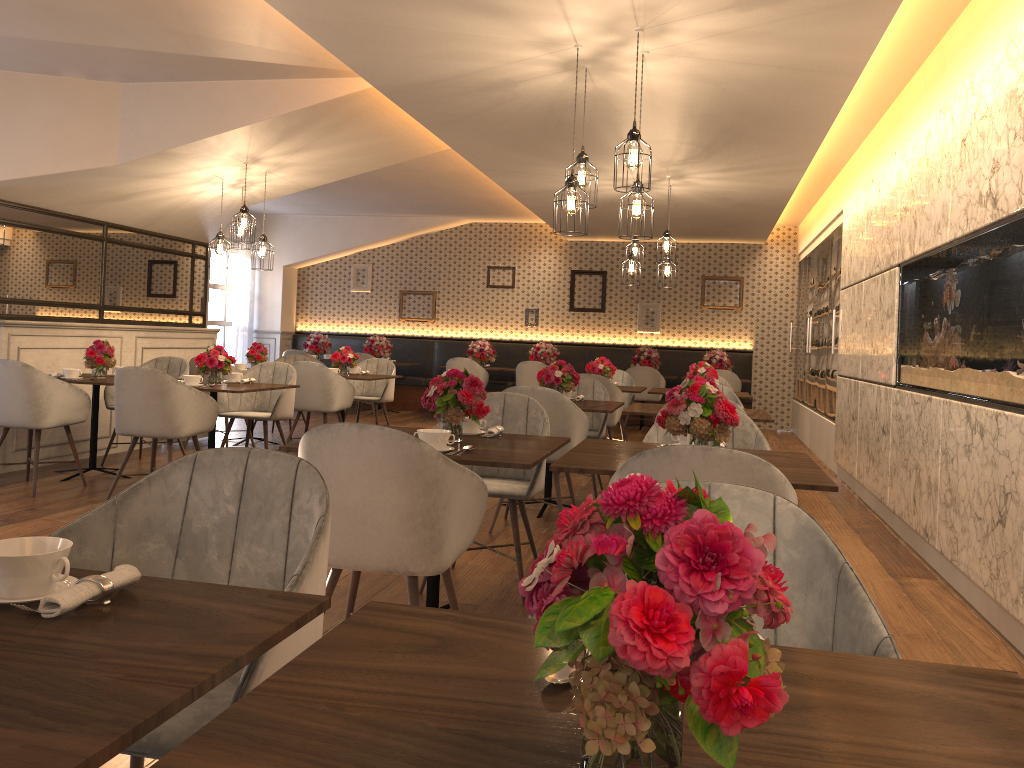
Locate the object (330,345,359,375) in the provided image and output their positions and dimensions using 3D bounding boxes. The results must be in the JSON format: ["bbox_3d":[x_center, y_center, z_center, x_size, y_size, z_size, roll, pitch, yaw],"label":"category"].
[{"bbox_3d":[-1.611,-0.236,8.565,0.234,0.301,0.305,3,1,31],"label":"object"}]

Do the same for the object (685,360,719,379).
[{"bbox_3d":[1.765,-0.076,8.175,0.305,0.301,0.234,3,1,34],"label":"object"}]

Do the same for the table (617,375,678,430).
[{"bbox_3d":[1.785,0.245,12.093,0.896,0.721,0.896,3,2,12],"label":"table"}]

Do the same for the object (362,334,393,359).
[{"bbox_3d":[-1.943,-0.520,12.834,0.419,0.425,0.405,2,1,0],"label":"object"}]

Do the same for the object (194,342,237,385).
[{"bbox_3d":[-2.106,-0.145,6.297,0.234,0.301,0.305,3,1,31],"label":"object"}]

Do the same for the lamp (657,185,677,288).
[{"bbox_3d":[1.496,-1.944,8.334,0.175,2.072,0.175,2,-1,14],"label":"lamp"}]

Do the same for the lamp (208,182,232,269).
[{"bbox_3d":[-2.427,-2.016,7.474,0.175,2.072,0.175,2,-1,14],"label":"lamp"}]

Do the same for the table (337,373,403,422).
[{"bbox_3d":[-1.649,0.273,8.598,0.896,0.721,0.896,3,2,12],"label":"table"}]

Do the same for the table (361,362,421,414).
[{"bbox_3d":[-1.916,0.050,12.903,0.896,0.721,0.896,3,2,12],"label":"table"}]

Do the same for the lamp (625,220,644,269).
[{"bbox_3d":[1.230,-2.162,8.603,0.175,2.072,0.175,2,-1,14],"label":"lamp"}]

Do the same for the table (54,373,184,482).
[{"bbox_3d":[-3.081,0.315,6.533,0.896,0.721,0.896,3,2,12],"label":"table"}]

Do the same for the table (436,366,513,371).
[{"bbox_3d":[-0.534,0.123,12.600,0.896,0.721,0.896,3,2,12],"label":"table"}]

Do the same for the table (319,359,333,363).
[{"bbox_3d":[-2.852,0.001,13.108,0.896,0.721,0.896,3,2,12],"label":"table"}]

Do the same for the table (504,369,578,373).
[{"bbox_3d":[0.403,0.172,12.395,0.896,0.721,0.896,3,2,12],"label":"table"}]

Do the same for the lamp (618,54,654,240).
[{"bbox_3d":[0.688,-1.795,4.629,0.175,2.072,0.175,2,-1,14],"label":"lamp"}]

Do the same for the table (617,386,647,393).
[{"bbox_3d":[0.781,0.386,8.374,0.896,0.721,0.896,3,2,12],"label":"table"}]

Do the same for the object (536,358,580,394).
[{"bbox_3d":[0.317,-0.029,5.987,0.305,0.301,0.234,2,1,-10],"label":"object"}]

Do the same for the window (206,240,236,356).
[{"bbox_3d":[-5.180,-0.611,6.595,0.495,2.388,14.528,2,3,8],"label":"window"}]

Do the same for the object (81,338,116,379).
[{"bbox_3d":[-3.025,-0.193,6.486,0.234,0.301,0.305,2,1,-13],"label":"object"}]

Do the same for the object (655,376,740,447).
[{"bbox_3d":[0.688,0.121,3.239,0.305,0.301,0.234,3,1,34],"label":"object"}]

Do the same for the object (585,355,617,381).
[{"bbox_3d":[0.845,-0.126,8.409,0.305,0.301,0.234,2,1,-10],"label":"object"}]

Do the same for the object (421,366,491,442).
[{"bbox_3d":[-0.233,0.072,3.470,0.305,0.301,0.234,4,1,45],"label":"object"}]

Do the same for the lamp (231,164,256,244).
[{"bbox_3d":[-2.145,-2.185,7.209,0.175,2.072,0.175,2,-1,14],"label":"lamp"}]

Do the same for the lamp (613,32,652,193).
[{"bbox_3d":[0.626,-1.976,4.310,0.175,2.072,0.175,2,-1,14],"label":"lamp"}]

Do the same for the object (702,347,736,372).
[{"bbox_3d":[2.734,-0.277,11.824,0.419,0.425,0.406,2,1,-34],"label":"object"}]

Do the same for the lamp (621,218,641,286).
[{"bbox_3d":[1.152,-1.955,8.280,0.175,2.072,0.175,2,-1,14],"label":"lamp"}]

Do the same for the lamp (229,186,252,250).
[{"bbox_3d":[-2.349,-2.222,7.797,0.175,2.072,0.175,2,-1,14],"label":"lamp"}]

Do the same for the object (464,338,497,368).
[{"bbox_3d":[-0.437,-0.446,12.596,0.419,0.425,0.406,2,1,-34],"label":"object"}]

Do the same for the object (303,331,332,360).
[{"bbox_3d":[-2.867,-0.569,13.042,0.419,0.425,0.406,2,1,-36],"label":"object"}]

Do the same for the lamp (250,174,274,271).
[{"bbox_3d":[-2.083,-2.004,7.528,0.175,2.072,0.175,2,-1,14],"label":"lamp"}]

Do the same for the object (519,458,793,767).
[{"bbox_3d":[0.115,0.216,0.816,0.234,0.301,0.305,2,1,-13],"label":"object"}]

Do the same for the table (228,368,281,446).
[{"bbox_3d":[-2.585,0.224,8.803,0.896,0.721,0.896,3,2,12],"label":"table"}]

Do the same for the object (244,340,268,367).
[{"bbox_3d":[-2.530,-0.284,8.753,0.234,0.301,0.305,2,1,-13],"label":"object"}]

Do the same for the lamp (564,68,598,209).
[{"bbox_3d":[0.422,-2.013,4.898,0.175,2.072,0.175,2,-1,14],"label":"lamp"}]

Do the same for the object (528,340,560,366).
[{"bbox_3d":[0.451,-0.395,12.300,0.420,0.425,0.405,3,1,14],"label":"object"}]

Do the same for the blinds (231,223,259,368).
[{"bbox_3d":[-4.090,-1.071,13.495,0.134,2.700,0.618,2,0,13],"label":"blinds"}]

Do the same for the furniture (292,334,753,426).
[{"bbox_3d":[-0.094,-0.067,13.159,7.091,1.082,0.541,3,0,12],"label":"furniture"}]

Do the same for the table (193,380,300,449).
[{"bbox_3d":[-2.145,0.364,6.327,0.896,0.721,0.896,3,2,12],"label":"table"}]

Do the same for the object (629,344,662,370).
[{"bbox_3d":[1.815,-0.324,12.014,0.419,0.425,0.406,2,1,-36],"label":"object"}]

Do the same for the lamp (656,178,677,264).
[{"bbox_3d":[1.434,-2.124,8.015,0.175,2.072,0.175,2,-1,14],"label":"lamp"}]

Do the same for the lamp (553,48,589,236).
[{"bbox_3d":[0.344,-1.807,4.575,0.175,2.072,0.175,2,-1,14],"label":"lamp"}]

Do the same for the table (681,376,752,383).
[{"bbox_3d":[2.721,0.294,11.888,0.896,0.721,0.896,3,2,12],"label":"table"}]
